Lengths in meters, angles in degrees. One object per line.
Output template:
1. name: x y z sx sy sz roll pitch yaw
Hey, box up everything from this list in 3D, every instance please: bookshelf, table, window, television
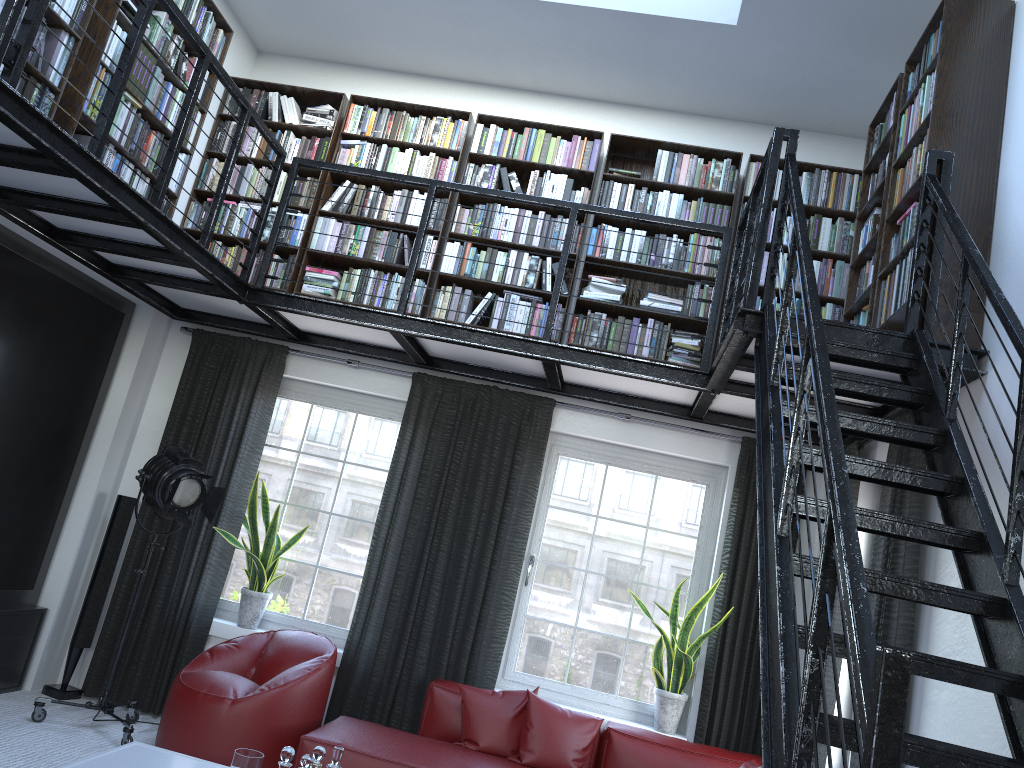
1. bookshelf: -0.104 -1.221 4.460 4.480 1.629 3.061 11 -12 9
2. table: -0.943 1.727 3.203 1.667 0.246 1.155 11 -11 9
3. window: 1.839 1.217 4.258 0.133 1.618 1.156 11 -12 8
4. window: -1.328 0.801 5.779 1.168 1.618 0.132 11 -13 9
5. television: -2.877 0.283 3.927 0.117 2.446 3.322 11 -12 8
6. window: 0.620 1.182 5.475 1.168 1.618 0.132 11 -13 9

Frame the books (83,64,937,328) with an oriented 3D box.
1. books: -0.053 -1.255 4.598 4.388 1.416 1.159 11 -12 9

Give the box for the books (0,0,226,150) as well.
1. books: -2.158 -1.787 4.378 0.315 1.434 2.186 11 -12 9

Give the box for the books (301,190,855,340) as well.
1. books: 0.377 -0.781 5.716 3.395 1.131 0.238 11 -13 9

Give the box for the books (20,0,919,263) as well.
1. books: -0.133 -1.183 4.346 4.340 1.149 1.584 11 -12 8

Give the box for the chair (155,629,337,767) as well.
1. chair: -1.432 1.700 4.838 0.825 0.717 0.829 19 -14 -29

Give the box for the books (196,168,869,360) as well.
1. books: -0.019 -1.111 5.329 4.441 1.441 1.273 11 -12 10

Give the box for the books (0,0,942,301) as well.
1. books: -0.125 -1.373 4.083 4.381 1.420 2.185 11 -12 8

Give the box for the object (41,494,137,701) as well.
1. object: -2.578 1.292 5.462 0.158 1.231 0.156 7 -14 23

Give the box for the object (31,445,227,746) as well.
1. object: -1.008 1.393 5.122 2.902 1.591 0.748 14 -13 -7

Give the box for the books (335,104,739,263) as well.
1. books: 0.104 -1.272 5.868 2.640 0.834 0.211 11 -13 9

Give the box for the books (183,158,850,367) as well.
1. books: 0.046 -0.999 5.795 4.441 1.423 0.225 11 -13 9

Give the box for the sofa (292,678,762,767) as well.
1. sofa: 0.112 1.821 3.478 2.544 0.661 3.250 11 -11 8

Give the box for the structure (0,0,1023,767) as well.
1. structure: -0.545 0.210 3.350 4.494 3.381 4.574 11 -12 9

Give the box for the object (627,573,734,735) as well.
1. object: 0.910 1.512 5.073 0.553 0.947 0.522 13 -13 -3

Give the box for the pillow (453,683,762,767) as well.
1. pillow: 0.666 1.874 4.357 0.976 0.405 1.956 22 -14 -38

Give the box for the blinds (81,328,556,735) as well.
1. blinds: -1.189 0.988 5.497 2.511 2.405 0.124 11 -13 9

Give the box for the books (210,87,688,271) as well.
1. books: 0.042 -0.989 5.788 4.447 1.408 0.240 11 -13 9

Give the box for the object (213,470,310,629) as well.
1. object: -1.677 1.009 5.500 0.554 0.947 0.520 8 -13 19

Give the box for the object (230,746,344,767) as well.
1. object: -0.692 1.547 3.421 1.010 0.297 0.507 10 -12 12

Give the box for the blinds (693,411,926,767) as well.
1. blinds: 1.567 1.389 4.384 0.527 2.399 1.738 15 -12 -9
